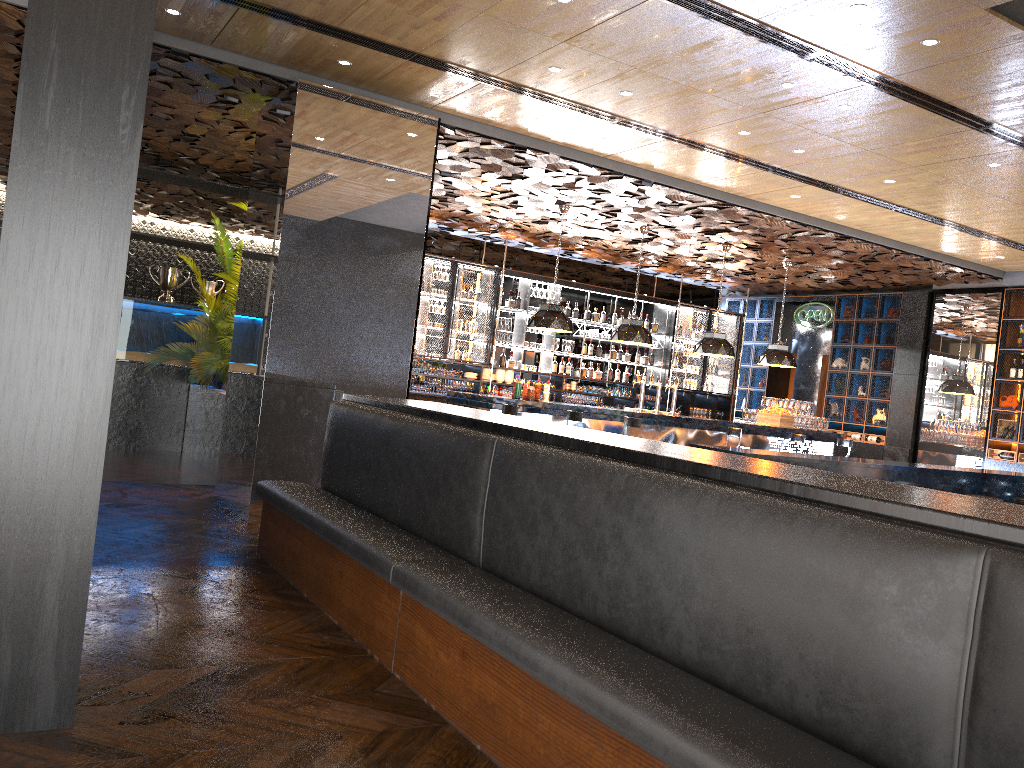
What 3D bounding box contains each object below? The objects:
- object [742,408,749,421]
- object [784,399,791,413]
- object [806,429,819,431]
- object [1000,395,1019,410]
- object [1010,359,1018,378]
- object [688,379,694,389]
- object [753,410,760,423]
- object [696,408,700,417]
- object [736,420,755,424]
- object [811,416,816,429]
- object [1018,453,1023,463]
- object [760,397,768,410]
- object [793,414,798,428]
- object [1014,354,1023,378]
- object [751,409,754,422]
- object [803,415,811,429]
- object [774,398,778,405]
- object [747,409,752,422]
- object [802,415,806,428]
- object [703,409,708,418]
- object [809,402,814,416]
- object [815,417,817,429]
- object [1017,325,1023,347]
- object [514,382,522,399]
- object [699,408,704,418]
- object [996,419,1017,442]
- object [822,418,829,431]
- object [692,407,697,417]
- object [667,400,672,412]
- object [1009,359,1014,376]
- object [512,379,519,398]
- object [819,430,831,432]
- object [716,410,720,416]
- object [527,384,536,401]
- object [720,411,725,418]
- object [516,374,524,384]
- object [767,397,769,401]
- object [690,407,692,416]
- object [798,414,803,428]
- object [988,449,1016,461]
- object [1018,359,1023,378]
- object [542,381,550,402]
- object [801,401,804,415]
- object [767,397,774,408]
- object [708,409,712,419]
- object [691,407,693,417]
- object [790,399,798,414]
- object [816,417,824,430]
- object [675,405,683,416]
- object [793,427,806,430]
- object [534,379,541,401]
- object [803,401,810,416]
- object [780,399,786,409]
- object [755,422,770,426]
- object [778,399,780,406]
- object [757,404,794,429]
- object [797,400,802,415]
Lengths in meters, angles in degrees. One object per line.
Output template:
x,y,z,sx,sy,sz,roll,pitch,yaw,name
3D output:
3.528,0.475,13.416,0.105,0.209,0.105,7,0,-5,object
4.075,0.327,13.113,0.105,0.209,0.105,7,0,-5,object
4.340,0.665,13.256,0.273,0.019,0.437,7,0,-30,object
7.056,0.261,12.584,0.138,0.222,0.278,7,0,-31,object
7.157,-0.204,12.645,0.088,0.306,0.088,7,0,-22,object
3.178,0.027,15.784,0.105,0.209,0.105,7,0,45,object
3.646,0.489,13.220,0.105,0.209,0.105,7,0,35,object
3.292,0.540,15.748,0.079,0.231,0.079,7,0,36,object
3.606,0.580,13.334,0.273,0.019,0.437,7,0,-30,object
4.457,0.581,13.173,0.105,0.209,0.105,7,0,-5,object
7.187,1.039,12.187,0.122,0.132,0.396,7,0,-26,object
3.840,0.300,13.493,0.105,0.209,0.105,7,0,-5,object
4.131,0.543,12.955,0.105,0.209,0.105,7,0,-5,object
7.319,-0.230,12.774,0.116,0.392,0.144,7,0,-25,object
3.642,0.489,13.344,0.105,0.209,0.105,7,0,-5,object
4.369,0.571,13.106,0.105,0.209,0.105,7,0,-5,object
3.982,0.316,13.447,0.105,0.209,0.105,7,0,-5,object
3.623,0.487,13.481,0.105,0.209,0.105,7,0,-5,object
4.321,0.565,13.211,0.105,0.209,0.105,7,0,-5,object
3.456,0.559,15.841,0.079,0.231,0.079,7,0,5,object
4.455,0.371,13.218,0.105,0.209,0.105,7,0,-5,object
4.611,0.601,13.419,0.105,0.209,0.105,7,0,-5,object
7.325,-0.660,12.621,0.222,0.390,0.224,7,0,44,object
0.075,0.063,10.617,0.086,0.237,0.084,7,0,-11,object
3.377,0.550,15.797,0.079,0.231,0.079,7,0,-4,object
7.142,0.670,12.651,0.152,0.297,0.361,7,0,-39,object
4.713,0.613,13.340,0.105,0.209,0.105,7,0,35,object
3.222,0.532,15.704,0.079,0.231,0.079,7,0,-34,object
2.794,0.441,15.593,0.170,0.313,0.170,7,0,-36,object
7.194,-0.206,12.733,0.086,0.313,0.086,7,0,8,object
0.050,0.055,10.769,0.078,0.246,0.084,7,0,-32,object
4.575,0.692,13.409,0.273,0.019,0.437,7,0,-30,object
3.692,0.590,15.973,0.101,0.227,0.101,7,0,37,object
0.229,0.104,10.707,0.110,0.191,0.131,7,0,-18,object
3.795,0.602,16.080,0.101,0.227,0.101,7,0,37,object
0.086,0.033,10.884,0.116,0.298,0.105,7,0,1,object
3.933,0.310,13.555,0.105,0.209,0.105,7,0,-5,object
3.135,0.522,15.651,0.079,0.231,0.079,7,0,5,object
4.219,0.553,13.023,0.105,0.209,0.105,7,0,-5,object
6.967,1.007,12.558,0.122,0.132,0.396,7,0,-28,object
7.223,-0.196,12.557,0.088,0.306,0.088,7,0,-22,object
0.420,0.089,10.833,0.081,0.264,0.099,7,0,-10,object
4.313,0.354,13.264,0.105,0.209,0.105,7,0,-5,object
3.906,0.307,13.397,0.105,0.209,0.105,7,0,-5,object
3.543,0.570,15.894,0.079,0.231,0.079,7,0,-34,object
3.203,0.530,15.903,0.079,0.231,0.079,7,0,2,object
4.142,0.334,13.017,0.105,0.209,0.105,7,0,-5,object
4.614,0.601,13.296,0.105,0.209,0.105,7,0,35,object
2.940,0.491,15.616,0.158,0.248,0.158,7,0,-36,object
4.102,0.637,13.106,0.273,0.019,0.437,7,0,-30,object
0.311,0.070,10.916,0.080,0.277,0.091,7,0,2,object
4.380,0.362,13.168,0.105,0.209,0.105,7,0,-5,object
4.144,0.335,13.548,0.105,0.209,0.105,7,0,-5,object
3.595,0.578,12.676,0.198,0.045,0.377,7,0,8,object
4.078,0.327,13.644,0.105,0.209,0.105,7,0,-5,object
3.864,0.457,12.937,0.340,0.332,0.464,7,0,-27,object
4.218,0.343,13.067,0.105,0.209,0.105,7,0,-5,object
